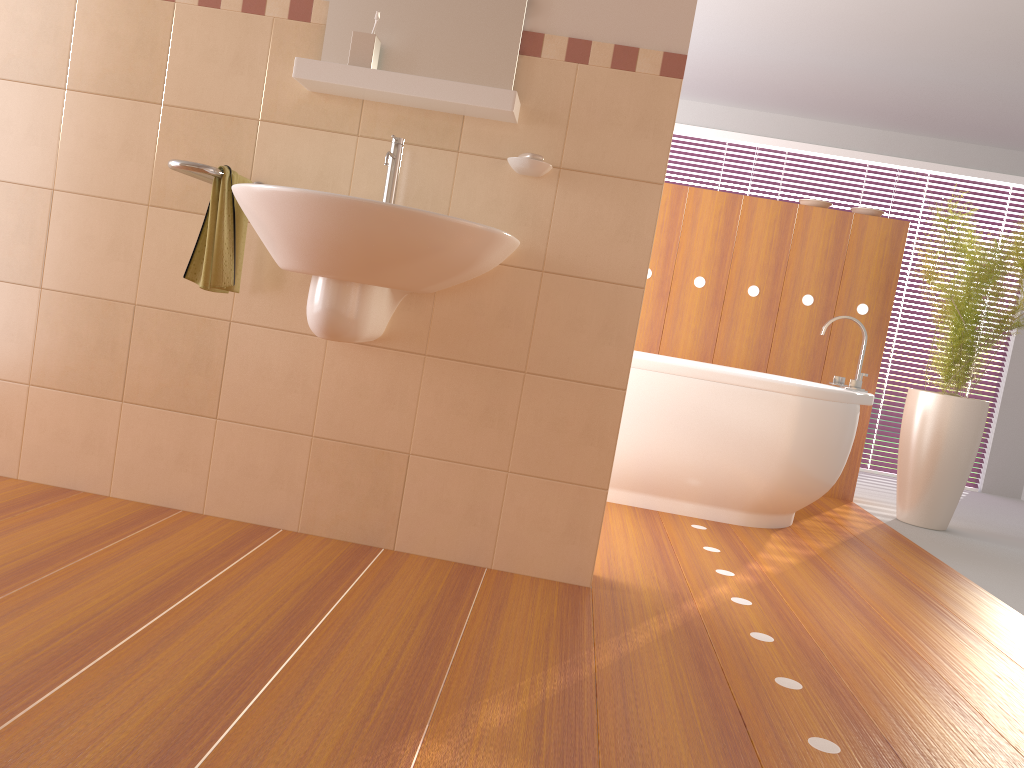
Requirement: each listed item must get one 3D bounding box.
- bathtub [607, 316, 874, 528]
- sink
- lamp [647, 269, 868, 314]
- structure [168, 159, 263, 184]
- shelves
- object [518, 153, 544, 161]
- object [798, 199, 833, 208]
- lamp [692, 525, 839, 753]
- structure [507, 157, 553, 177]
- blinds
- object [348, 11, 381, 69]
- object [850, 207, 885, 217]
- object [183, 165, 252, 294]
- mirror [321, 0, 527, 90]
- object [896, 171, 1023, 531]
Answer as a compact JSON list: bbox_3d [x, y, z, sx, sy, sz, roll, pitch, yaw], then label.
[{"bbox_3d":[0.592,0.021,3.842,1.874,0.900,0.888,10,5,4],"label":"bathtub"},{"bbox_3d":[-0.338,-0.346,2.063,0.683,0.516,0.539,10,5,4],"label":"sink"},{"bbox_3d":[1.247,-0.480,4.577,1.169,0.052,0.001,10,5,4],"label":"lamp"},{"bbox_3d":[-0.731,-0.510,2.182,0.142,0.042,0.333,10,5,4],"label":"structure"},{"bbox_3d":[-0.259,-0.736,2.229,0.554,0.050,0.138,10,5,4],"label":"shelves"},{"bbox_3d":[0.047,-0.569,2.240,0.050,0.023,0.075,7,6,-32],"label":"object"},{"bbox_3d":[1.587,-0.931,4.653,0.173,0.046,0.173,10,5,4],"label":"object"},{"bbox_3d":[-0.937,0.372,2.028,3.173,0.001,2.893,10,5,4],"label":"lamp"},{"bbox_3d":[0.042,-0.548,2.241,0.117,0.029,0.092,10,5,4],"label":"structure"},{"bbox_3d":[1.022,-0.691,6.099,4.712,2.022,0.032,10,5,4],"label":"blinds"},{"bbox_3d":[-0.366,-0.854,2.221,0.063,0.149,0.073,10,5,4],"label":"object"},{"bbox_3d":[1.854,-0.884,4.636,0.173,0.046,0.173,10,5,4],"label":"object"},{"bbox_3d":[-0.697,-0.374,2.185,0.085,0.306,0.181,11,5,20],"label":"object"},{"bbox_3d":[-0.183,-1.164,2.244,0.502,0.799,0.008,10,5,4],"label":"mirror"},{"bbox_3d":[2.189,-0.069,4.164,0.683,1.557,1.335,13,6,36],"label":"object"}]
